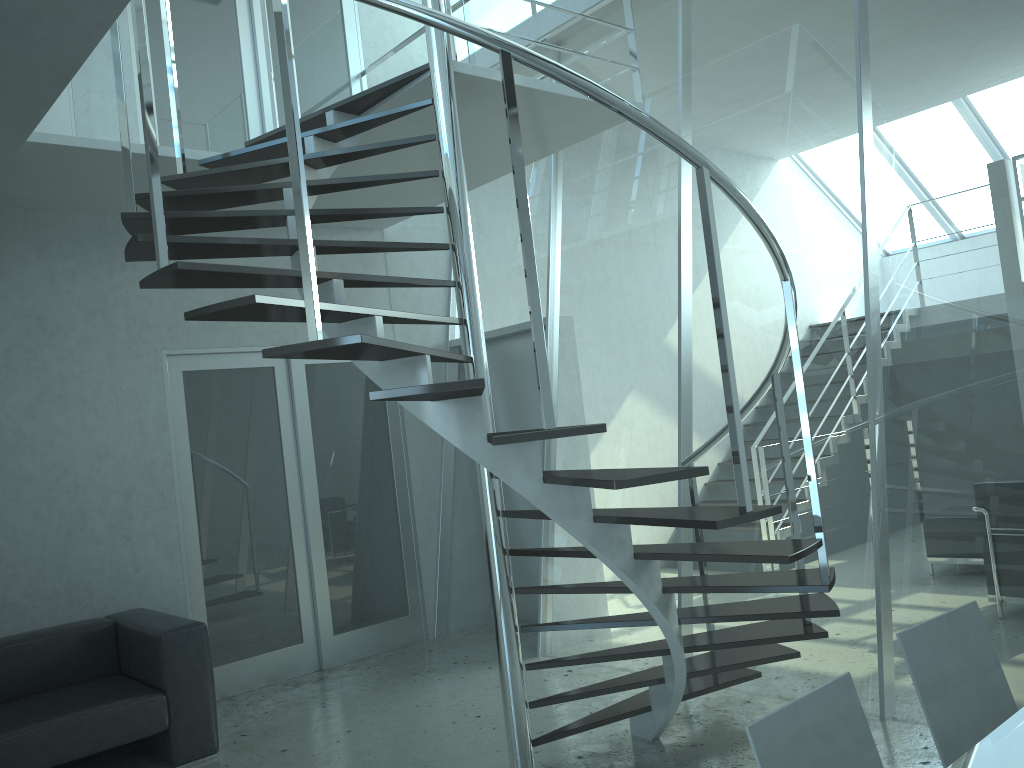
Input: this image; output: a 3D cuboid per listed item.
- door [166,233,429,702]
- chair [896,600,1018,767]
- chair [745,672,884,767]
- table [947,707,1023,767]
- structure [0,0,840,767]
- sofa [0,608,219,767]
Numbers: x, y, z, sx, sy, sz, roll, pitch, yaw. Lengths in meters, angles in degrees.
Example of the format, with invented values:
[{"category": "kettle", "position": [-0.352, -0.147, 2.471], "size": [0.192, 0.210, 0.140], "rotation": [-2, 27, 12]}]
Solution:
[{"category": "door", "position": [-1.313, 0.495, 6.528], "size": [1.162, 3.200, 2.576], "rotation": [-7, -3, 7]}, {"category": "chair", "position": [1.239, 0.973, 1.972], "size": [0.413, 0.857, 0.492], "rotation": [-5, -3, -36]}, {"category": "chair", "position": [0.769, 1.008, 1.525], "size": [0.410, 0.857, 0.492], "rotation": [-4, -3, -41]}, {"category": "table", "position": [1.301, 1.008, 1.371], "size": [2.100, 0.720, 1.000], "rotation": [-4, -3, -41]}, {"category": "structure", "position": [-0.607, -0.377, 4.094], "size": [2.655, 4.156, 3.780], "rotation": [-4, -3, -41]}, {"category": "sofa", "position": [-2.497, 1.586, 4.047], "size": [2.025, 0.652, 0.943], "rotation": [-4, -3, -41]}]
